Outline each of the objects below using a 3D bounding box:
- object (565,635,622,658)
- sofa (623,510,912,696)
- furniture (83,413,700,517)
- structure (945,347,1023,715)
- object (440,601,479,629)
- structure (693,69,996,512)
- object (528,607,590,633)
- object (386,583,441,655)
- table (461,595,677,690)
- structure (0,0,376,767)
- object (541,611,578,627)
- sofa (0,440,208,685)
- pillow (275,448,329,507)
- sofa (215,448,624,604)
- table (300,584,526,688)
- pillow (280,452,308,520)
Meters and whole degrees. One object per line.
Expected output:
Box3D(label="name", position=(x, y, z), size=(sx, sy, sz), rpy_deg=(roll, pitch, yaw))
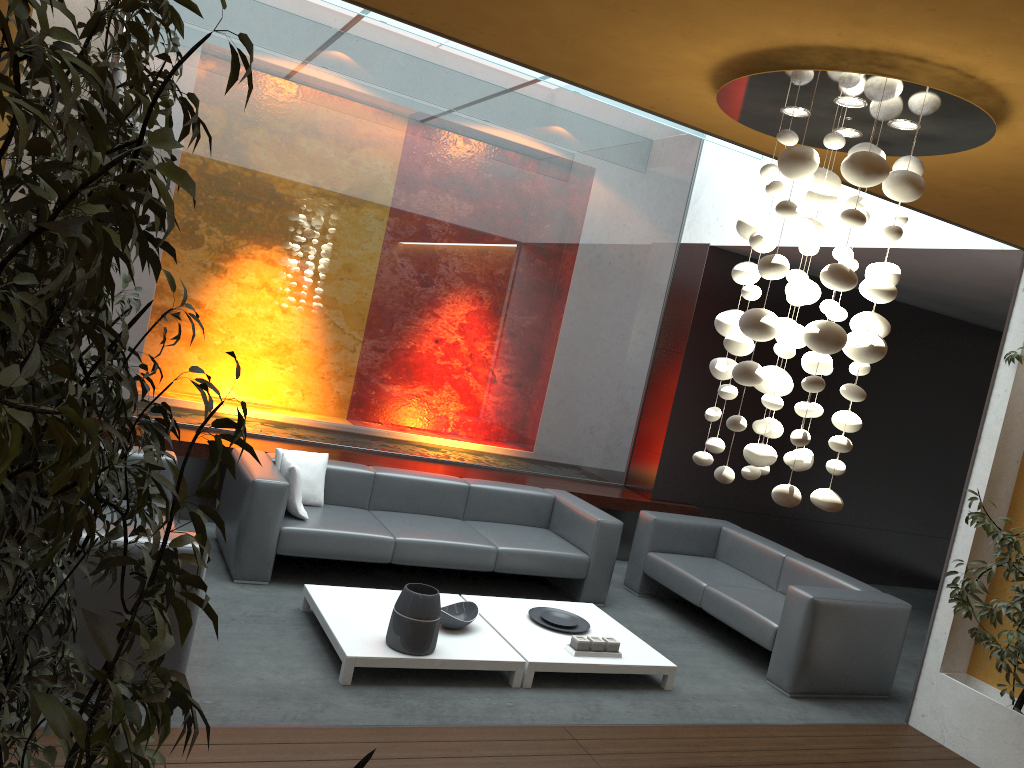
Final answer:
Box3D(label="object", position=(0.480, 1.510, 5.123), size=(0.326, 0.097, 0.118), rpy_deg=(11, 4, -26))
Box3D(label="sofa", position=(1.788, 1.550, 6.590), size=(0.943, 0.652, 2.025), rpy_deg=(11, 4, -26))
Box3D(label="furniture", position=(-1.008, 0.688, 7.308), size=(6.000, 0.109, 0.600), rpy_deg=(11, 4, -26))
Box3D(label="structure", position=(3.429, 0.883, 3.913), size=(0.622, 2.483, 3.166), rpy_deg=(11, 4, -27))
Box3D(label="object", position=(-0.325, 1.324, 5.053), size=(0.223, 0.125, 0.317), rpy_deg=(14, 4, 30))
Box3D(label="structure", position=(1.126, -0.328, 3.399), size=(1.002, 1.529, 1.002), rpy_deg=(14, 4, 22))
Box3D(label="object", position=(0.292, 1.477, 5.532), size=(0.394, 0.027, 0.394), rpy_deg=(12, 4, -9))
Box3D(label="object", position=(-0.500, 1.217, 4.626), size=(0.265, 0.309, 0.265), rpy_deg=(15, 4, 36))
Box3D(label="table", position=(0.308, 1.577, 5.453), size=(1.000, 0.150, 1.000), rpy_deg=(11, 4, -26))
Box3D(label="structure", position=(-0.918, 0.070, 1.765), size=(0.622, 2.483, 3.166), rpy_deg=(11, 4, -27))
Box3D(label="object", position=(0.293, 1.475, 5.532), size=(0.239, 0.027, 0.239), rpy_deg=(15, 4, 36))
Box3D(label="sofa", position=(-2.206, 0.803, 4.600), size=(0.943, 0.652, 2.025), rpy_deg=(11, 4, -26))
Box3D(label="pillow", position=(-1.458, 0.643, 6.091), size=(0.376, 0.361, 0.169), rpy_deg=(10, 4, -28))
Box3D(label="sofa", position=(-0.621, 1.036, 6.392), size=(2.781, 0.652, 0.943), rpy_deg=(11, 4, -26))
Box3D(label="table", position=(-0.590, 1.410, 5.005), size=(1.000, 0.150, 1.000), rpy_deg=(11, 4, -26))
Box3D(label="pillow", position=(-1.434, 0.667, 5.807), size=(0.186, 0.358, 0.376), rpy_deg=(10, 4, -27))
